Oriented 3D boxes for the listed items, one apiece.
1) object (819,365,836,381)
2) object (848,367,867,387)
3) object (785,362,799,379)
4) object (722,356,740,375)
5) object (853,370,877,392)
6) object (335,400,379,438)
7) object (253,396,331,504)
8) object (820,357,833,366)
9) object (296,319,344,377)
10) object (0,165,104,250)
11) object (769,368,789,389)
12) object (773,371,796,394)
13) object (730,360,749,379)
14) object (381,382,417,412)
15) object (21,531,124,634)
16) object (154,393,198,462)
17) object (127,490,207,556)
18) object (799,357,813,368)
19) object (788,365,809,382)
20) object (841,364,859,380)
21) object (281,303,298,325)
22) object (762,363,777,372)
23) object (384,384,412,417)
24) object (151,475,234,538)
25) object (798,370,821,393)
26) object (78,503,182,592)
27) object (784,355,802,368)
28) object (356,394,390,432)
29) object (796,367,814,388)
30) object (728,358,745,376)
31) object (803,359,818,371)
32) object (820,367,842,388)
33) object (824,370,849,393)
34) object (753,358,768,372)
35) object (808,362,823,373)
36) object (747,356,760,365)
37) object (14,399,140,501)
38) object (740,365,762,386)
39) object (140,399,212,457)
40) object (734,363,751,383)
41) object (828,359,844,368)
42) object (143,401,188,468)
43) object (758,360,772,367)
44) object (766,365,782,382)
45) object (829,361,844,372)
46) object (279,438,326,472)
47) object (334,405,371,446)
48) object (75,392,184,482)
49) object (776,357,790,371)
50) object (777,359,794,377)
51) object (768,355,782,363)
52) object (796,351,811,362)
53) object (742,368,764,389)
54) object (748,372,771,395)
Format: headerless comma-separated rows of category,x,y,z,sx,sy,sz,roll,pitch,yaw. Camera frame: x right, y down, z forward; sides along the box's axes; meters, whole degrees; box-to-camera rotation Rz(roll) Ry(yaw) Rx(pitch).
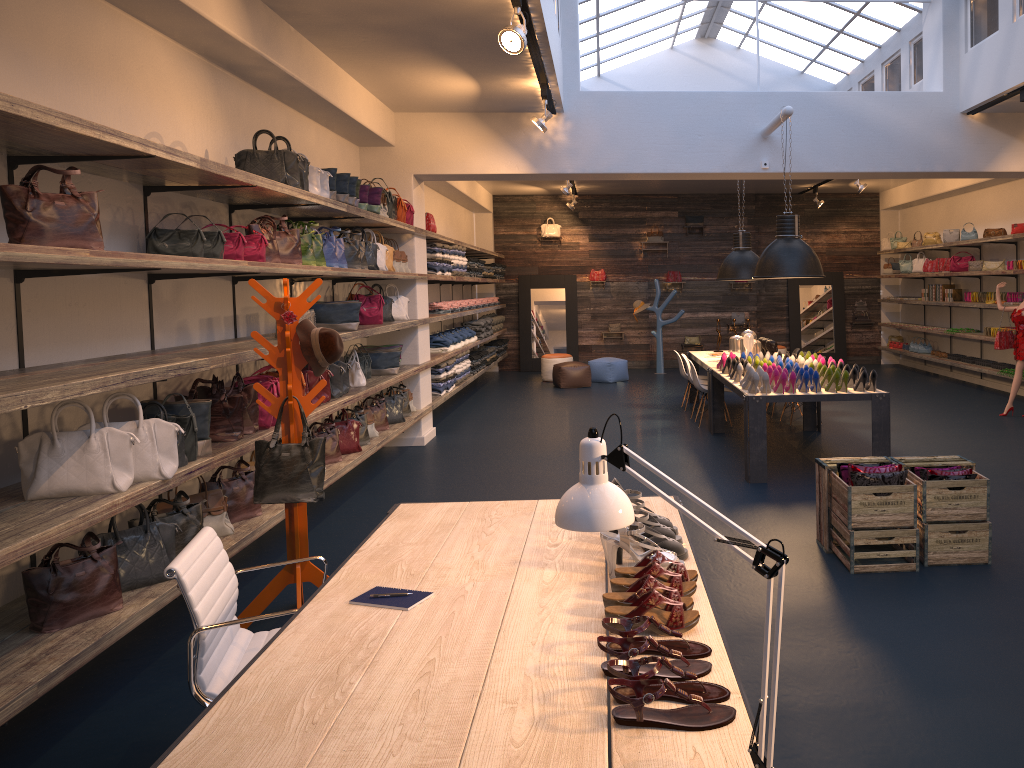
object,2.898,-0.090,8.018,0.205,0.195,0.240,-1,5,-2
object,3.082,-0.066,7.777,0.202,0.195,0.243,-1,5,2
object,2.663,-0.119,8.305,0.202,0.195,0.243,-1,5,2
object,2.305,-0.203,9.109,0.202,0.195,0.243,-1,5,2
object,3.056,-0.034,7.496,0.202,0.195,0.243,-1,5,2
object,-1.351,0.297,7.492,0.164,0.366,0.416,2,5,43
object,-1.076,0.324,4.189,0.371,0.522,0.204,-1,3,6
object,3.209,-0.190,8.886,0.198,0.195,0.248,0,5,9
object,-0.941,-0.181,4.336,0.180,0.289,0.277,0,4,10
object,-1.753,-0.678,3.355,0.199,0.337,0.408,2,6,40
object,2.379,-0.053,7.746,0.202,0.195,0.243,-1,5,2
object,2.352,-0.022,7.461,0.204,0.195,0.241,-1,5,-1
object,2.258,-0.144,8.576,0.205,0.195,0.240,-1,5,-2
object,-1.192,0.125,9.033,0.164,0.366,0.416,2,5,43
object,-1.707,0.764,3.423,0.199,0.337,0.408,2,6,40
object,-1.608,0.211,4.119,0.233,0.328,0.110,-1,3,5
object,-1.615,0.686,4.129,0.199,0.338,0.408,2,6,43
object,2.992,-0.187,8.882,0.202,0.195,0.243,-1,5,2
object,2.664,-0.090,8.046,0.203,0.195,0.241,-1,5,0
object,3.126,-0.097,8.058,0.202,0.195,0.243,-1,5,2
object,-1.073,-0.340,4.174,0.081,0.112,0.062,-2,4,-18
object,2.450,-0.113,8.279,0.197,0.195,0.248,0,5,10
object,-1.144,0.174,8.703,0.199,0.338,0.408,2,6,43
object,-1.660,0.632,4.495,0.164,0.366,0.416,2,5,43
object,2.573,-0.028,7.496,0.197,0.195,0.248,0,5,10
object,-1.667,0.694,3.805,0.177,0.384,0.461,2,5,40
object,2.968,-0.215,9.138,0.204,0.195,0.240,-1,5,-2
object,-1.249,0.267,7.871,0.199,0.337,0.408,2,6,40
object,2.619,-0.061,7.785,0.202,0.195,0.243,-1,5,2
object,2.306,-0.174,8.849,0.197,0.195,0.248,0,5,10
object,2.947,-0.155,8.601,0.202,0.195,0.243,-1,5,2
object,2.853,-0.061,7.759,0.202,0.195,0.243,-1,5,2
object,2.807,-0.030,7.487,0.206,0.195,0.238,-1,5,-5
object,2.521,-0.177,8.845,0.202,0.195,0.243,-1,5,2
object,2.883,-0.121,8.299,0.202,0.195,0.243,-1,5,2
object,2.528,-0.209,9.137,0.200,0.195,0.245,-1,5,5
object,-1.736,0.250,3.483,0.452,0.385,0.181,-3,4,-22
object,2.210,-0.079,8.000,0.210,0.195,0.234,-2,5,-11
object,-1.630,0.218,4.262,0.321,0.284,0.193,1,4,19
object,2.221,-0.113,8.304,0.197,0.195,0.249,0,5,11
object,3.192,-0.158,8.602,0.204,0.195,0.240,-1,5,-1
object,-1.662,0.233,3.989,0.333,0.308,0.158,0,3,8
object,2.482,-0.144,8.556,0.202,0.195,0.243,-1,5,2
object,2.413,-0.084,8.016,0.199,0.195,0.246,0,5,7
object,3.109,-0.128,8.342,0.197,0.195,0.249,0,5,10
object,-1.501,0.460,6.036,0.164,0.366,0.416,2,5,43
object,-1.306,0.351,7.126,0.199,0.338,0.408,2,6,43
object,-1.644,0.222,3.718,0.452,0.385,0.181,-3,4,-22
object,2.762,-0.183,8.874,0.202,0.195,0.243,-1,5,2
object,2.706,-0.153,8.613,0.208,0.195,0.243,-1,5,2
object,2.760,-0.213,9.150,0.202,0.195,0.243,-1,5,2
object,3.254,-0.279,9.691,0.202,0.195,0.243,-1,5,2
object,2.154,-0.048,7.722,0.207,0.195,0.237,-2,5,-6
object,2.124,-0.016,7.437,0.199,0.195,0.247,0,5,8
